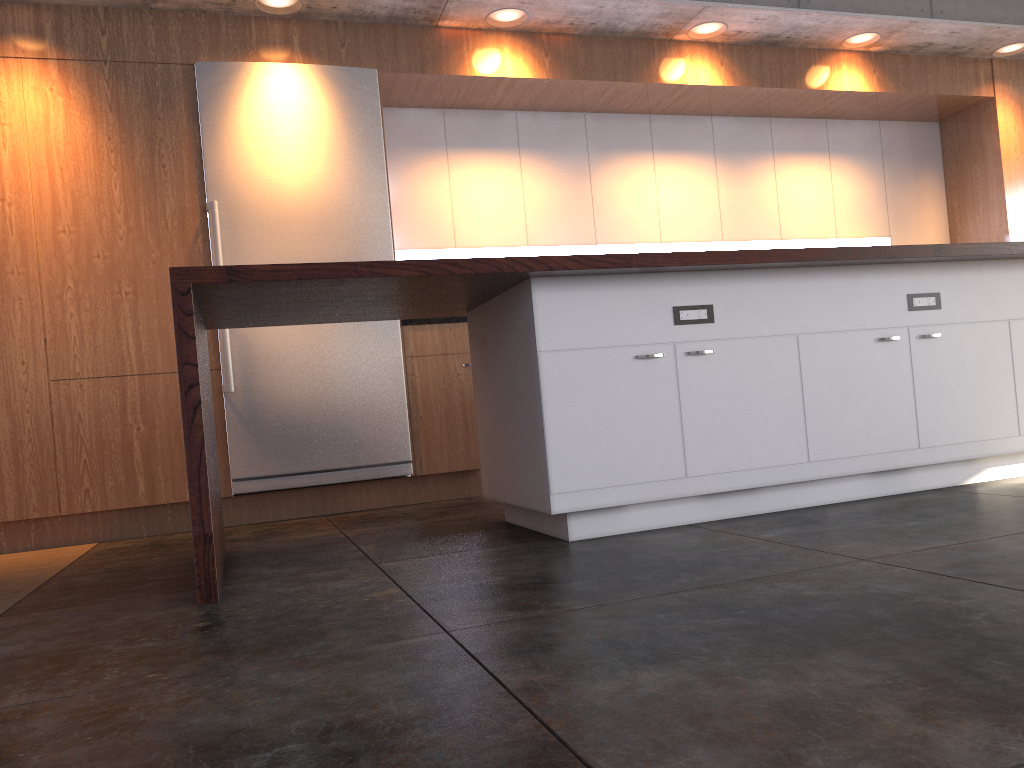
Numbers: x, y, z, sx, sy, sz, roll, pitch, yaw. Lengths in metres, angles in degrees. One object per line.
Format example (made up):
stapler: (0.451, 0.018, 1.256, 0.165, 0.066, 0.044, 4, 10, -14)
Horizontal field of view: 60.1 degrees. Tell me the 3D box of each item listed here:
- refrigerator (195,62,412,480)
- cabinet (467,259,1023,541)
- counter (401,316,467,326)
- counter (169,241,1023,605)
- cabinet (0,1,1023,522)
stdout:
refrigerator: (-1.132, -0.624, 4.835, 0.969, 2.190, 0.217, -5, -1, -22)
cabinet: (2.672, -0.086, 4.332, 5.718, 0.930, 0.911, -5, -1, -19)
counter: (1.281, -0.470, 6.448, 4.516, 0.039, 1.588, -5, -2, -19)
counter: (2.083, -0.068, 4.141, 6.738, 0.971, 1.128, -5, -1, -19)
cabinet: (0.423, -0.807, 6.564, 8.207, 2.562, 2.350, -5, -1, -19)
